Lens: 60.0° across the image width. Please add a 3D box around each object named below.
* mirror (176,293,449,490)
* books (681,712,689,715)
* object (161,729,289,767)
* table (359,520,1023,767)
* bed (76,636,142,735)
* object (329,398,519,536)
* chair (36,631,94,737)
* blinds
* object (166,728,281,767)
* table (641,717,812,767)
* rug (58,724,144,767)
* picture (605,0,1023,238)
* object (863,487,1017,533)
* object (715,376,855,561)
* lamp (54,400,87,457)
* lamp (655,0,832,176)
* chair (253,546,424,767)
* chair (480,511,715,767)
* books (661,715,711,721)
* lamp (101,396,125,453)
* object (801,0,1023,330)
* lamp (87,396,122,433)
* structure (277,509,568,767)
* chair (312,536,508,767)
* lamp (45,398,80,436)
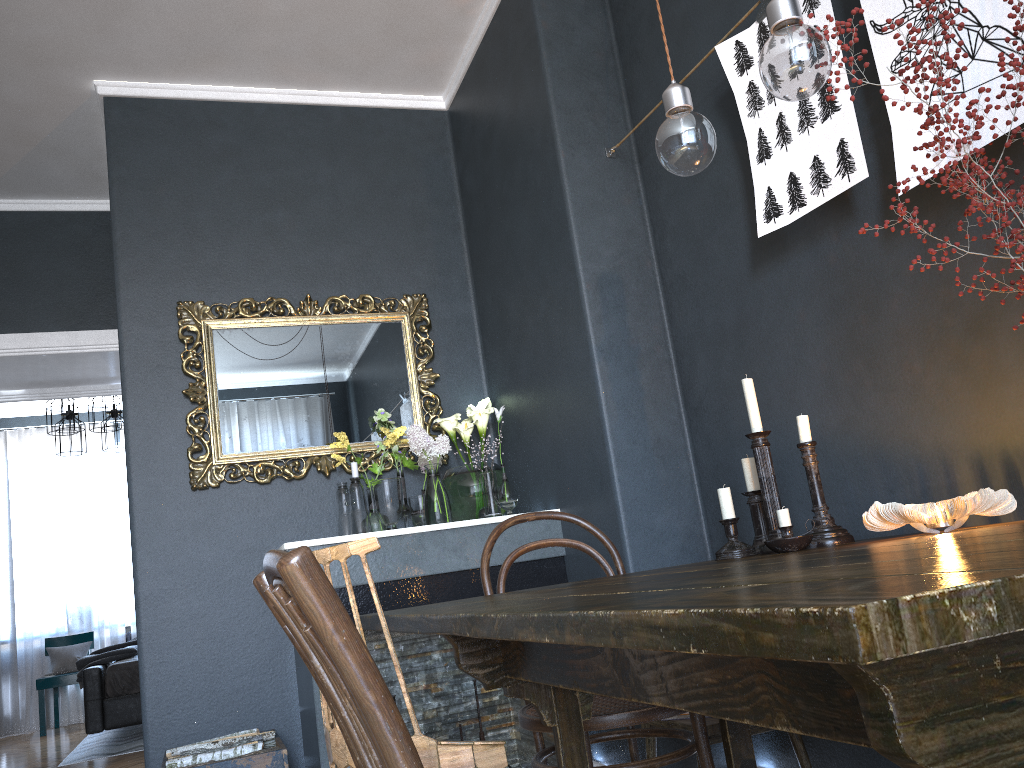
[{"bbox_3d":[-0.812,0.003,3.689,1.056,0.782,0.067,-4,-12,-20],"label":"mirror"},{"bbox_3d":[0.545,0.889,2.495,0.207,0.024,0.263,-13,-13,22],"label":"books"},{"bbox_3d":[-0.959,1.396,2.977,0.383,0.325,0.554,-4,-12,-20],"label":"object"},{"bbox_3d":[0.497,0.624,1.321,1.125,0.725,1.610,-4,-12,-20],"label":"table"},{"bbox_3d":[-2.091,1.997,7.023,2.374,1.158,2.273,-4,-12,-20],"label":"bed"},{"bbox_3d":[-0.349,0.315,3.548,0.726,0.545,0.476,-5,-12,-17],"label":"object"},{"bbox_3d":[-3.914,2.622,7.819,0.435,0.796,0.594,-4,-12,-20],"label":"chair"},{"bbox_3d":[-3.670,1.718,8.581,3.991,2.780,0.313,-4,-12,-20],"label":"blinds"},{"bbox_3d":[-0.966,1.322,2.993,0.369,0.246,0.535,-4,-12,-20],"label":"object"},{"bbox_3d":[0.592,1.061,2.448,0.364,0.317,0.370,-4,-12,-20],"label":"table"},{"bbox_3d":[-2.477,2.584,6.705,1.458,0.013,2.052,-4,-13,-20],"label":"rug"},{"bbox_3d":[1.108,-0.999,1.004,0.058,0.769,4.472,-4,-13,-20],"label":"picture"},{"bbox_3d":[0.770,0.233,1.604,0.252,0.072,0.255,-6,-12,-14],"label":"object"},{"bbox_3d":[0.576,0.181,2.055,0.223,0.418,0.369,-5,-12,-19],"label":"object"},{"bbox_3d":[-3.584,0.173,7.173,0.210,0.802,0.211,-7,-11,-7],"label":"lamp"},{"bbox_3d":[-0.381,-1.085,1.641,1.591,1.569,0.584,-11,-11,10],"label":"lamp"},{"bbox_3d":[0.047,0.535,0.815,0.466,0.817,0.364,-4,-12,-21],"label":"chair"},{"bbox_3d":[0.212,0.734,2.113,0.437,0.918,0.551,-5,-12,-18],"label":"chair"},{"bbox_3d":[0.565,0.905,2.496,0.220,0.013,0.273,-14,-13,25],"label":"books"},{"bbox_3d":[-3.396,0.199,7.569,0.210,0.745,0.211,-7,-11,-7],"label":"lamp"},{"bbox_3d":[0.871,-0.261,1.430,0.558,0.928,0.639,-18,-15,39],"label":"object"},{"bbox_3d":[-3.075,-0.030,6.661,0.210,0.767,0.211,-7,-11,-7],"label":"lamp"},{"bbox_3d":[-0.293,1.023,3.216,1.065,0.978,0.837,-4,-12,-20],"label":"structure"},{"bbox_3d":[-0.114,0.677,1.437,0.384,0.854,0.457,-1,-14,-35],"label":"chair"},{"bbox_3d":[-3.469,0.030,6.824,0.210,0.712,0.211,-7,-11,-7],"label":"lamp"}]
